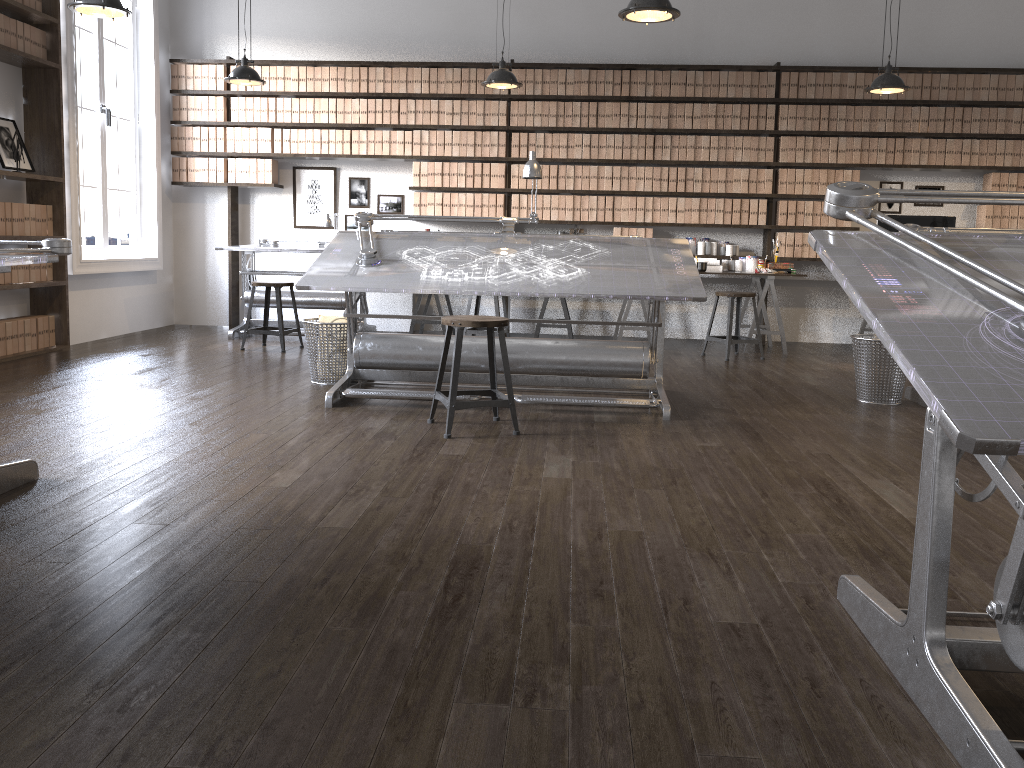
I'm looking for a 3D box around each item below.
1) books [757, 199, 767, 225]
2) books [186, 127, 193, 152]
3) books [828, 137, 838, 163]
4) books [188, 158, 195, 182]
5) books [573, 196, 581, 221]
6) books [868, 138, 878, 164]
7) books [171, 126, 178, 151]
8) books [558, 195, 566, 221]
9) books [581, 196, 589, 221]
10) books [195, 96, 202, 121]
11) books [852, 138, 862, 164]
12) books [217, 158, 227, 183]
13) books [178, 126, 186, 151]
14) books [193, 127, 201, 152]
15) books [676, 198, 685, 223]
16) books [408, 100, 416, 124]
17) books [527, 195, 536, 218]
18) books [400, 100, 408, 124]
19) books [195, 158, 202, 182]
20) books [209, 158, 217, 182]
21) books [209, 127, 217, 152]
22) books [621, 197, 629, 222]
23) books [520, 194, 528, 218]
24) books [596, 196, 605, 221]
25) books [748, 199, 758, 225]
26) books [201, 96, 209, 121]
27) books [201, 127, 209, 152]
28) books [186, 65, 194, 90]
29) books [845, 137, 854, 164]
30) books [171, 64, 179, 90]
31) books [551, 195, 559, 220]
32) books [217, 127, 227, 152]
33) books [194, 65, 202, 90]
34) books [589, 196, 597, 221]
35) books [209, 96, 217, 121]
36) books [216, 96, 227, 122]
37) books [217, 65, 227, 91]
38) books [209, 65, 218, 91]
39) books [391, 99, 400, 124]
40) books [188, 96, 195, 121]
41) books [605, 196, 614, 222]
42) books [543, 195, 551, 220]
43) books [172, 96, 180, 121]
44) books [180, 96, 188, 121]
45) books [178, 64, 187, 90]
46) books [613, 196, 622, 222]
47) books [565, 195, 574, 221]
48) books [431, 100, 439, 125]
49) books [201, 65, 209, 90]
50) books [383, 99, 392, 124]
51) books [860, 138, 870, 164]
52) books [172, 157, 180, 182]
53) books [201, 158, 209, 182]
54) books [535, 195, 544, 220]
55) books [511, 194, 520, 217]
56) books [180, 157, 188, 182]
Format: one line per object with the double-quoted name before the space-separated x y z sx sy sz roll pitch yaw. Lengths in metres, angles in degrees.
"books" 2.212 -1.523 7.876 0.067 0.224 0.175 2 7 4
"books" -2.940 -2.248 8.167 0.067 0.224 0.175 2 7 4
"books" 2.799 -2.043 7.777 0.067 0.224 0.175 2 7 4
"books" -2.930 -1.973 8.196 0.067 0.224 0.175 2 7 4
"books" 0.586 -1.581 7.988 0.067 0.224 0.175 2 7 4
"books" 3.139 -2.032 7.759 0.067 0.224 0.175 2 7 4
"books" -3.078 -2.252 8.170 0.067 0.224 0.175 2 7 4
"books" 0.453 -1.586 7.996 0.067 0.224 0.175 2 7 4
"books" 0.657 -1.579 7.984 0.067 0.224 0.175 2 7 4
"books" -2.847 -2.515 8.131 0.067 0.224 0.175 2 7 4
"books" 3.000 -2.036 7.763 0.067 0.224 0.175 2 7 4
"books" -2.658 -1.963 8.175 0.067 0.224 0.175 2 7 4
"books" -3.010 -2.250 8.172 0.067 0.224 0.175 2 7 4
"books" -2.869 -2.245 8.158 0.067 0.224 0.175 2 7 4
"books" 1.502 -1.548 7.924 0.067 0.224 0.175 2 7 4
"books" -0.894 -2.440 7.997 0.067 0.224 0.175 2 7 4
"books" 0.178 -1.596 8.017 0.067 0.224 0.175 2 7 4
"books" -0.964 -2.443 8.007 0.067 0.224 0.175 2 7 4
"books" -2.865 -1.971 8.189 0.067 0.224 0.175 2 7 4
"books" -2.730 -1.965 8.176 0.067 0.224 0.175 2 7 4
"books" -2.724 -2.239 8.148 0.067 0.224 0.175 2 7 4
"books" 1.013 -1.566 7.958 0.067 0.224 0.175 2 7 4
"books" 0.108 -1.598 8.018 0.067 0.224 0.175 2 7 4
"books" 0.799 -1.574 7.975 0.067 0.224 0.175 2 7 4
"books" 2.134 -1.526 7.880 0.067 0.224 0.175 2 7 4
"books" -2.781 -2.512 8.122 0.067 0.224 0.175 2 7 4
"books" -2.798 -2.243 8.158 0.067 0.224 0.175 2 7 4
"books" -2.910 -2.791 8.104 0.067 0.224 0.175 2 7 4
"books" 2.934 -2.039 7.772 0.067 0.224 0.175 2 7 4
"books" -3.055 -2.796 8.110 0.067 0.224 0.175 2 7 4
"books" 0.390 -1.588 7.999 0.067 0.224 0.175 2 7 4
"books" -2.649 -2.238 8.148 0.067 0.224 0.175 2 7 4
"books" -2.841 -2.789 8.103 0.067 0.224 0.175 2 7 4
"books" 0.728 -1.575 7.975 0.067 0.224 0.175 2 7 4
"books" -2.713 -2.510 8.123 0.067 0.224 0.175 2 7 4
"books" -2.642 -2.508 8.118 0.067 0.224 0.175 2 7 4
"books" -2.629 -2.781 8.085 0.067 0.224 0.175 2 7 4
"books" -2.701 -2.784 8.088 0.067 0.224 0.175 2 7 4
"books" -1.039 -2.445 8.006 0.067 0.224 0.175 2 7 4
"books" -2.910 -2.517 8.133 0.067 0.224 0.175 2 7 4
"books" 0.873 -1.570 7.964 0.067 0.224 0.175 2 7 4
"books" 0.317 -1.590 8.002 0.067 0.224 0.175 2 7 4
"books" -3.052 -2.522 8.145 0.067 0.224 0.175 2 7 4
"books" -2.982 -2.519 8.136 0.067 0.224 0.175 2 7 4
"books" -2.983 -2.793 8.105 0.067 0.224 0.175 2 7 4
"books" 0.947 -1.568 7.965 0.067 0.224 0.175 2 7 4
"books" 0.519 -1.582 7.987 0.067 0.224 0.175 2 7 4
"books" -0.685 -2.432 7.981 0.067 0.224 0.175 2 7 4
"books" -2.771 -2.787 8.097 0.067 0.224 0.175 2 7 4
"books" -1.113 -2.448 8.017 0.067 0.224 0.175 2 7 4
"books" 3.068 -2.034 7.764 0.067 0.224 0.175 2 7 4
"books" -3.079 -1.979 8.206 0.067 0.224 0.175 2 7 4
"books" -2.803 -1.968 8.181 0.067 0.224 0.175 2 7 4
"books" 0.248 -1.593 8.010 0.067 0.224 0.175 2 7 4
"books" 0.036 -1.600 8.019 0.067 0.224 0.175 2 7 4
"books" -3.005 -1.975 8.196 0.067 0.224 0.175 2 7 4
